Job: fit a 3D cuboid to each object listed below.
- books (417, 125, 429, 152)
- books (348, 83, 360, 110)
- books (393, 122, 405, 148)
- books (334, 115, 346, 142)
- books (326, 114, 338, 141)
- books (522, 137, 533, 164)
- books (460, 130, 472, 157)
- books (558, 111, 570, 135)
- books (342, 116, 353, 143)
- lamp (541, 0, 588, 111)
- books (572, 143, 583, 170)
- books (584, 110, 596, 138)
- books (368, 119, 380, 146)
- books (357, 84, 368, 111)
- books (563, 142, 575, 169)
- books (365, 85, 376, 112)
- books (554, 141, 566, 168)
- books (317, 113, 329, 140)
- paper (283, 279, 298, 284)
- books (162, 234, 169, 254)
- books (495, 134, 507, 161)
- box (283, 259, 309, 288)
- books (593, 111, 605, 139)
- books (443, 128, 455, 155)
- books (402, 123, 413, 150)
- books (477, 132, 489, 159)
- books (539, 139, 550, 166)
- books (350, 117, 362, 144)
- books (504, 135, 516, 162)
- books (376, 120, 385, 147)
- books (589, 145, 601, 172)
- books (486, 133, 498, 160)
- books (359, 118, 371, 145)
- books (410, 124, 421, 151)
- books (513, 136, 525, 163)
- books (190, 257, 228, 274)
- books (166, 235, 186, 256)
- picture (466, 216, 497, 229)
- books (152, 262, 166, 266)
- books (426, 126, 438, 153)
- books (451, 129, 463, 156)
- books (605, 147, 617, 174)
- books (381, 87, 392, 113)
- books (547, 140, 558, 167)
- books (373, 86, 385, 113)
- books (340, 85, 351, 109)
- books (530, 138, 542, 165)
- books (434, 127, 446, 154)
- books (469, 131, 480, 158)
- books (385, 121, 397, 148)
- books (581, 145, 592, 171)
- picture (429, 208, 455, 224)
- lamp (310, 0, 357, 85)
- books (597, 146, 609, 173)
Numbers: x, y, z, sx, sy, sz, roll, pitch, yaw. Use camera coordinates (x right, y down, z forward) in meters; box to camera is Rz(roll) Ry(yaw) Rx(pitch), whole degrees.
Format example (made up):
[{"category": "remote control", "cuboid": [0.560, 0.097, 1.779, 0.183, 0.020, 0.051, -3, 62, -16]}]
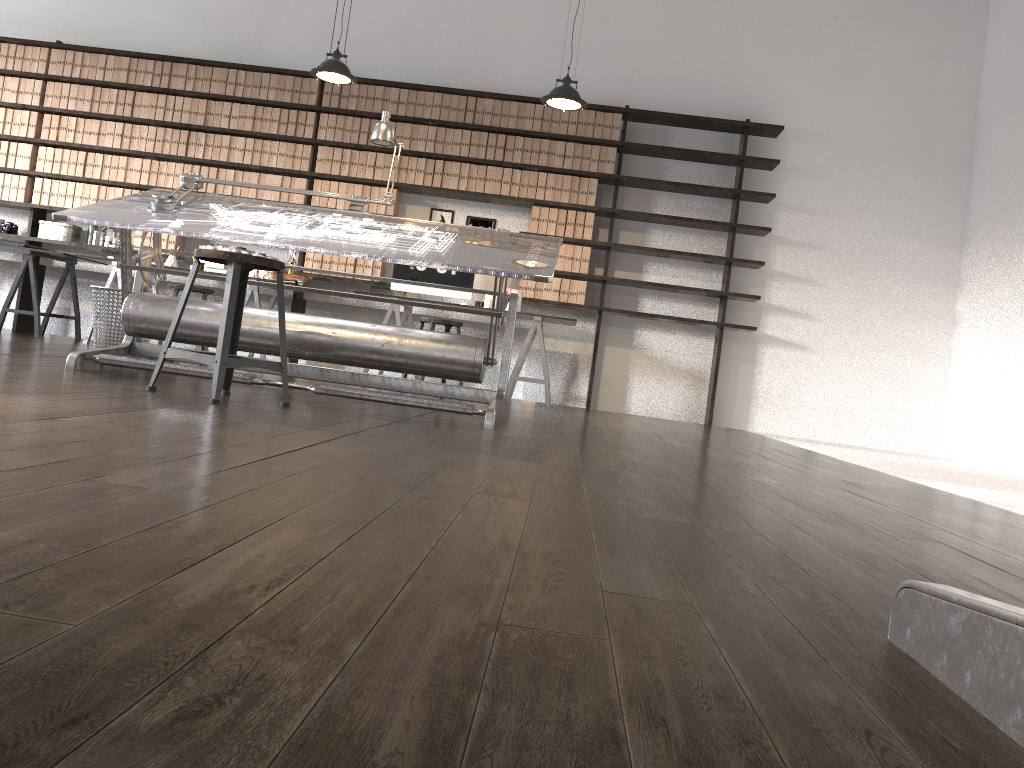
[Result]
[{"category": "books", "cuboid": [-0.721, -1.994, 7.287, 0.067, 0.226, 0.174, 8, -1, 3]}, {"category": "books", "cuboid": [-1.292, -2.352, 7.334, 0.067, 0.226, 0.174, 8, -1, 3]}, {"category": "books", "cuboid": [-0.916, -2.021, 7.302, 0.067, 0.226, 0.174, 8, -1, 3]}, {"category": "books", "cuboid": [-1.402, -2.086, 7.328, 0.067, 0.226, 0.174, 8, -1, 3]}, {"category": "books", "cuboid": [-1.474, -2.096, 7.332, 0.067, 0.226, 0.174, 8, -1, 3]}, {"category": "books", "cuboid": [0.127, -1.880, 7.235, 0.067, 0.226, 0.174, 8, -1, 3]}, {"category": "books", "cuboid": [-0.371, -1.947, 7.261, 0.067, 0.226, 0.174, 8, -1, 3]}, {"category": "books", "cuboid": [0.426, -2.119, 7.225, 0.067, 0.226, 0.174, 8, -1, 3]}, {"category": "books", "cuboid": [-1.339, -2.078, 7.328, 0.067, 0.226, 0.174, 8, -1, 3]}, {"category": "lamp", "cuboid": [0.492, -2.961, 5.876, 0.311, 2.256, 0.311, 7, -2, 28]}, {"category": "books", "cuboid": [0.533, -1.825, 7.208, 0.067, 0.226, 0.174, 8, -1, 3]}, {"category": "books", "cuboid": [0.632, -2.092, 7.212, 0.067, 0.226, 0.174, 8, -1, 3]}, {"category": "books", "cuboid": [-1.127, -2.049, 7.317, 0.067, 0.226, 0.174, 8, -1, 3]}, {"category": "books", "cuboid": [-1.222, -2.342, 7.334, 0.067, 0.226, 0.174, 8, -1, 3]}, {"category": "books", "cuboid": [0.463, -1.834, 7.209, 0.067, 0.226, 0.174, 8, -1, 3]}, {"category": "books", "cuboid": [-1.151, -2.333, 7.329, 0.067, 0.226, 0.174, 8, -1, 3]}, {"category": "books", "cuboid": [0.392, -1.844, 7.215, 0.067, 0.226, 0.174, 8, -1, 3]}, {"category": "books", "cuboid": [-1.545, -2.106, 7.340, 0.067, 0.226, 0.174, 8, -1, 3]}, {"category": "paper", "cuboid": [-1.766, -0.798, 6.874, 0.155, 0.038, 0.137, 8, 1, 18]}, {"category": "books", "cuboid": [-2.867, -1.184, 7.378, 0.067, 0.226, 0.174, 8, -1, 3]}, {"category": "books", "cuboid": [-0.088, -1.909, 7.244, 0.067, 0.226, 0.174, 8, -1, 3]}, {"category": "box", "cuboid": [-1.730, -0.884, 7.029, 0.212, 0.207, 0.137, 8, -1, 4]}, {"category": "books", "cuboid": [0.706, -2.082, 7.209, 0.067, 0.226, 0.174, 8, -1, 3]}, {"category": "books", "cuboid": [-0.511, -1.966, 7.277, 0.067, 0.226, 0.174, 8, -1, 3]}, {"category": "books", "cuboid": [-0.850, -2.012, 7.292, 0.067, 0.226, 0.174, 8, -1, 3]}, {"category": "books", "cuboid": [-0.236, -1.929, 7.257, 0.067, 0.226, 0.174, 8, -1, 3]}, {"category": "books", "cuboid": [0.263, -1.861, 7.221, 0.067, 0.226, 0.174, 8, -1, 3]}, {"category": "books", "cuboid": [-1.274, -2.069, 7.326, 0.067, 0.226, 0.174, 8, -1, 3]}, {"category": "books", "cuboid": [-0.014, -1.899, 7.245, 0.067, 0.226, 0.174, 8, -1, 3]}, {"category": "books", "cuboid": [-1.057, -2.040, 7.307, 0.067, 0.226, 0.174, 8, -1, 3]}, {"category": "books", "cuboid": [0.671, -1.806, 7.194, 0.067, 0.226, 0.174, 8, -1, 3]}, {"category": "books", "cuboid": [-0.161, -1.919, 7.254, 0.067, 0.226, 0.174, 8, -1, 3]}, {"category": "books", "cuboid": [-1.201, -2.059, 7.316, 0.067, 0.226, 0.174, 8, -1, 3]}, {"category": "books", "cuboid": [-0.784, -2.003, 7.293, 0.067, 0.226, 0.174, 8, -1, 3]}, {"category": "books", "cuboid": [0.057, -1.889, 7.236, 0.067, 0.226, 0.174, 8, -1, 3]}, {"category": "books", "cuboid": [-2.381, -0.932, 7.020, 0.294, 0.148, 0.385, 8, 1, 3]}, {"category": "books", "cuboid": [-2.796, -1.174, 7.378, 0.067, 0.226, 0.174, 8, -1, 3]}, {"category": "picture", "cuboid": [-0.264, -1.299, 7.398, 0.251, 0.184, 0.023, 8, -2, 4]}, {"category": "books", "cuboid": [-2.791, -0.928, 6.866, 0.355, 0.029, 0.256, 8, 1, 4]}, {"category": "books", "cuboid": [-0.650, -1.985, 7.281, 0.067, 0.226, 0.174, 8, -1, 3]}, {"category": "books", "cuboid": [-0.442, -1.957, 7.269, 0.067, 0.226, 0.174, 8, -1, 3]}, {"category": "books", "cuboid": [0.799, -1.789, 7.189, 0.067, 0.226, 0.174, 8, -1, 3]}, {"category": "books", "cuboid": [-1.019, -2.315, 7.320, 0.067, 0.226, 0.174, 8, -1, 3]}, {"category": "books", "cuboid": [0.330, -1.852, 7.221, 0.067, 0.226, 0.174, 8, -1, 3]}, {"category": "books", "cuboid": [-1.085, -2.324, 7.319, 0.067, 0.226, 0.174, 8, -1, 3]}, {"category": "books", "cuboid": [-1.362, -2.361, 7.344, 0.067, 0.226, 0.174, 8, -1, 3]}, {"category": "books", "cuboid": [0.197, -1.870, 7.231, 0.067, 0.226, 0.174, 8, -1, 3]}, {"category": "books", "cuboid": [-0.580, -1.975, 7.280, 0.067, 0.226, 0.174, 8, -1, 3]}, {"category": "books", "cuboid": [-0.299, -1.937, 7.256, 0.067, 0.226, 0.174, 8, -1, 3]}, {"category": "books", "cuboid": [-0.986, -2.030, 7.307, 0.067, 0.226, 0.174, 8, -1, 3]}, {"category": "books", "cuboid": [0.602, -1.815, 7.206, 0.067, 0.226, 0.174, 8, -1, 3]}, {"category": "picture", "cuboid": [-0.598, -1.324, 7.420, 0.201, 0.285, 0.022, 8, -2, 3]}, {"category": "lamp", "cuboid": [-1.046, -3.169, 5.975, 0.311, 2.256, 0.311, 7, -2, 28]}, {"category": "books", "cuboid": [0.737, -1.797, 7.195, 0.067, 0.226, 0.174, 8, -1, 3]}]
